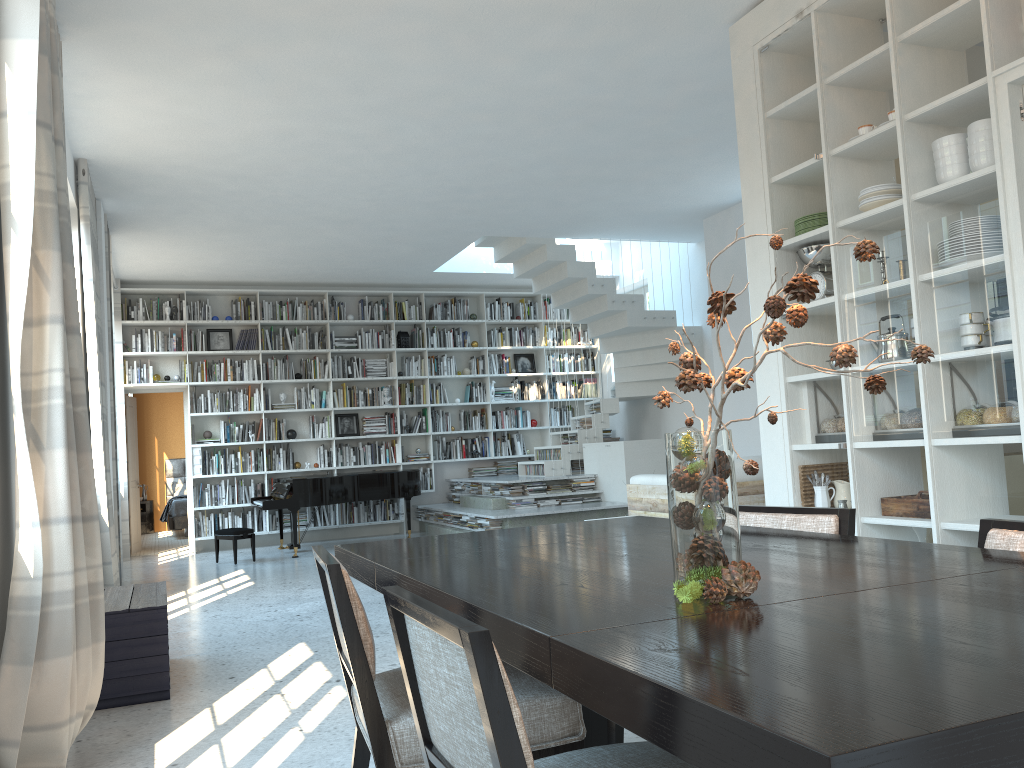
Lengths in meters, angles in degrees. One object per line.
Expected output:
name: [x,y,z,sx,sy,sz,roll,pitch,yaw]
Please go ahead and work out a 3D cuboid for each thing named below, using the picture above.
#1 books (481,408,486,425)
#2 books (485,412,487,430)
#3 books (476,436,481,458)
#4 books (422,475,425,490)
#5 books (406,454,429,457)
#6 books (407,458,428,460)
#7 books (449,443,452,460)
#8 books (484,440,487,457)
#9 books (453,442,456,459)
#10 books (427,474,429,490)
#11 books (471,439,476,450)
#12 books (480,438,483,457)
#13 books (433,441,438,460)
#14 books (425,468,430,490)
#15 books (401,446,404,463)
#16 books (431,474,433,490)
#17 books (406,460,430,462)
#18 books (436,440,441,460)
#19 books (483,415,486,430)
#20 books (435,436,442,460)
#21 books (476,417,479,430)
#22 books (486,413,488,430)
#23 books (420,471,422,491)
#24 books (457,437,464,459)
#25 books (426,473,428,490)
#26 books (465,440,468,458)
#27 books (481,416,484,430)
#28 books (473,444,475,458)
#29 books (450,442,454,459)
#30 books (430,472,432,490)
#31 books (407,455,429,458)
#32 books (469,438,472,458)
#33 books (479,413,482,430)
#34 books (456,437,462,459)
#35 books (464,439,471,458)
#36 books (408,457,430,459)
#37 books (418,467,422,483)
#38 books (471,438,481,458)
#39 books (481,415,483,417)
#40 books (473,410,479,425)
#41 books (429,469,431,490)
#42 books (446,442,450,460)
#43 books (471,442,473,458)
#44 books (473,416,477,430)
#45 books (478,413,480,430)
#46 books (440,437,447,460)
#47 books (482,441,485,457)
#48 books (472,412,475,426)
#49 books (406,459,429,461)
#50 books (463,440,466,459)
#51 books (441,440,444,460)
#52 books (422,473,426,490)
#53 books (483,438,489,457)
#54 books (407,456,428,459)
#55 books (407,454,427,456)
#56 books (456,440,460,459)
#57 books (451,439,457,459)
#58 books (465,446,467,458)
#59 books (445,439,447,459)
books: [-0.384,0.475,11.977,0.007,0.295,0.162,-2,-4,-22]
books: [-0.381,0.504,12.005,0.019,0.240,0.134,-2,-4,-22]
books: [-0.446,0.844,11.937,0.013,0.293,0.135,-2,-4,-22]
books: [-1.166,1.278,11.521,0.013,0.202,0.139,-2,-4,-22]
books: [-1.234,0.933,11.556,0.285,0.012,0.159,-2,-4,-18]
books: [-1.231,0.981,11.553,0.254,0.012,0.161,-2,-4,-16]
books: [-0.831,0.894,11.774,0.011,0.217,0.175,-2,-4,-22]
books: [-0.378,0.874,11.943,0.025,0.228,0.176,-2,-4,-22]
books: [-0.790,0.888,11.797,0.024,0.228,0.160,-2,-4,-22]
books: [-1.111,1.269,11.517,0.011,0.212,0.178,-2,-4,-22]
books: [-0.518,0.869,11.902,0.012,0.249,0.164,-2,-4,-22]
books: [-0.430,0.858,11.943,0.021,0.264,0.150,-2,-4,-22]
books: [-1.007,0.882,11.708,0.012,0.254,0.161,-2,-4,-22]
books: [-1.101,1.233,11.532,0.021,0.284,0.172,-2,-4,-22]
books: [-1.438,0.918,11.545,0.030,0.210,0.136,-2,-4,-22]
books: [-1.065,1.273,11.564,0.012,0.206,0.161,-2,-4,-22]
books: [-1.229,1.005,11.549,0.285,0.012,0.159,-2,-4,-19]
books: [-0.984,0.875,11.697,0.023,0.262,0.186,-2,-4,-22]
books: [-0.394,0.521,11.977,0.013,0.203,0.158,-2,-4,-22]
books: [-0.971,0.848,11.706,0.010,0.316,0.187,-2,-4,-22]
books: [-0.491,0.534,11.930,0.019,0.183,0.190,-2,-4,-22]
books: [-0.360,0.511,12.008,0.009,0.223,0.146,-2,-4,-22]
books: [-1.204,1.256,11.489,0.014,0.245,0.176,-2,-4,-22]
books: [-0.688,0.851,11.823,0.012,0.293,0.175,-2,-4,-22]
books: [-1.128,1.264,11.529,0.012,0.225,0.149,-2,-4,-22]
books: [-0.628,0.876,11.870,0.021,0.242,0.131,-2,-4,-22]
books: [-0.414,0.532,11.948,0.016,0.180,0.189,-2,-4,-22]
books: [-0.532,0.903,11.891,0.025,0.181,0.169,-2,-4,-22]
books: [-0.816,0.886,11.791,0.029,0.234,0.142,-2,-4,-22]
books: [-1.073,1.259,11.549,0.013,0.233,0.149,-2,-4,-22]
books: [-1.230,0.944,11.547,0.254,0.012,0.161,-2,-5,-22]
books: [-0.580,0.864,11.880,0.026,0.263,0.169,-2,-4,-22]
books: [-0.443,0.509,11.967,0.021,0.231,0.155,-2,-4,-22]
books: [-0.707,0.857,11.839,0.012,0.285,0.159,-2,-4,-22]
books: [-0.601,0.864,11.864,0.026,0.262,0.173,-2,-4,-22]
books: [-1.231,0.969,11.551,0.285,0.012,0.159,-2,-4,-19]
books: [-1.191,1.230,11.517,0.032,0.300,0.149,-2,-4,-22]
books: [-0.480,0.858,11.912,0.070,0.266,0.186,-2,-4,-22]
books: [-0.411,0.522,11.981,0.016,0.205,0.141,-2,-4,-22]
books: [-0.484,0.489,11.940,0.006,0.274,0.173,-2,-4,-22]
books: [-1.092,1.242,11.558,0.015,0.270,0.157,-2,-4,-22]
books: [-0.866,0.888,11.759,0.065,0.231,0.162,-2,-4,-22]
books: [-0.557,0.889,11.889,0.022,0.211,0.135,-2,-4,-22]
books: [-0.508,0.529,11.928,0.015,0.195,0.176,-2,-4,-22]
books: [-0.471,0.510,11.942,0.018,0.229,0.182,-2,-4,-22]
books: [-0.916,0.857,11.726,0.030,0.294,0.188,-2,-4,-22]
books: [-0.408,0.879,11.936,0.013,0.220,0.168,-2,-4,-22]
books: [-0.538,0.507,11.939,0.030,0.244,0.136,-2,-4,-22]
books: [-1.231,0.993,11.555,0.285,0.012,0.159,-2,-4,-17]
books: [-0.667,0.875,11.832,0.031,0.244,0.185,-2,-4,-22]
books: [-0.940,0.877,11.716,0.023,0.256,0.178,-2,-4,-22]
books: [-1.140,1.264,11.506,0.026,0.224,0.175,-2,-4,-22]
books: [-0.357,0.858,11.959,0.026,0.258,0.157,-2,-4,-22]
books: [-1.233,0.957,11.556,0.254,0.012,0.161,-2,-4,-17]
books: [-1.232,0.920,11.550,0.254,0.012,0.161,-3,-4,-13]
books: [-0.739,0.873,11.804,0.025,0.252,0.181,-2,-4,-22]
books: [-0.773,0.867,11.803,0.014,0.267,0.171,-2,-4,-22]
books: [-0.647,0.879,11.856,0.025,0.237,0.156,-2,-4,-22]
books: [-0.901,0.866,11.741,0.010,0.277,0.174,-2,-4,-22]
